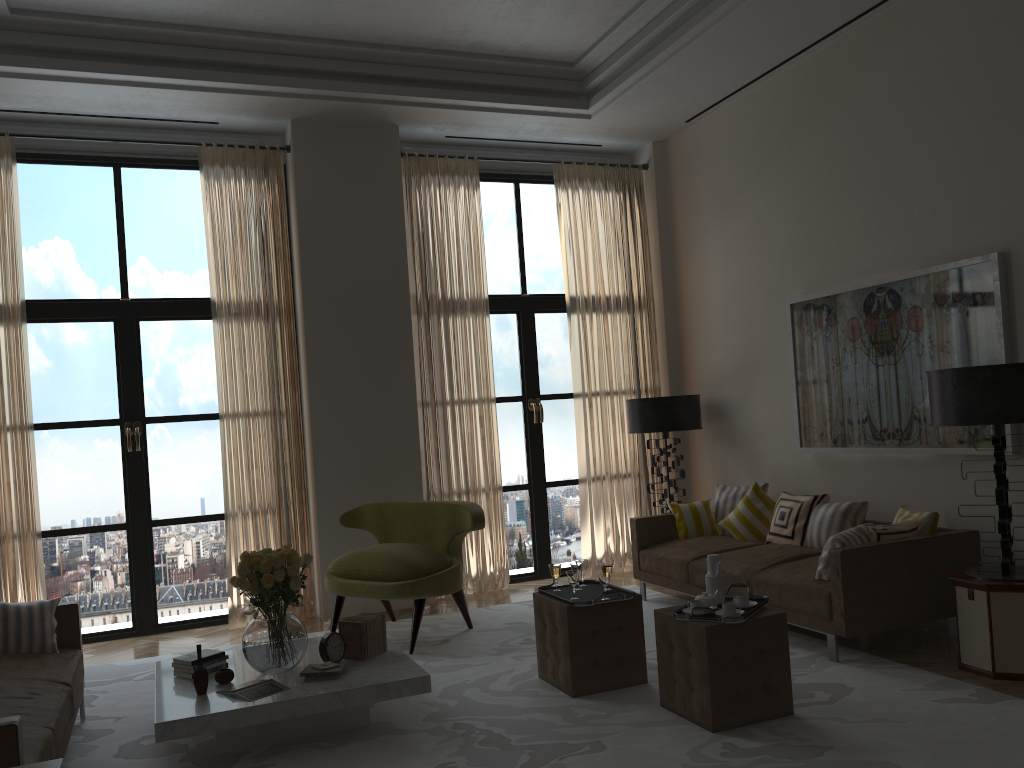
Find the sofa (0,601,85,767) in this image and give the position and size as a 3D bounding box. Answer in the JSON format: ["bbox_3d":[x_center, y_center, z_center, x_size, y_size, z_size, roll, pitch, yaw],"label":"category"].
[{"bbox_3d":[-3.084,1.874,4.638,1.350,0.819,2.983,-3,-2,-22],"label":"sofa"}]

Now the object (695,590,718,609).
[{"bbox_3d":[1.207,1.344,5.526,0.176,0.105,0.136,-3,-2,-26],"label":"object"}]

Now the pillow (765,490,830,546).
[{"bbox_3d":[2.584,1.260,8.047,0.403,0.547,0.618,-3,-2,-19],"label":"pillow"}]

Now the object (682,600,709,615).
[{"bbox_3d":[1.118,1.349,5.361,0.176,0.067,0.176,-6,-3,44],"label":"object"}]

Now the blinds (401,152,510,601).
[{"bbox_3d":[-0.639,-0.069,9.780,0.959,4.872,0.419,-4,-1,-20],"label":"blinds"}]

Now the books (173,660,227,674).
[{"bbox_3d":[-2.066,1.863,5.874,0.207,0.024,0.262,-5,-3,31],"label":"books"}]

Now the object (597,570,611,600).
[{"bbox_3d":[0.629,1.366,6.006,0.098,0.191,0.098,-3,-1,-22],"label":"object"}]

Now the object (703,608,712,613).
[{"bbox_3d":[1.174,1.362,5.324,0.052,0.027,0.080,-5,-2,25],"label":"object"}]

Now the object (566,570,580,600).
[{"bbox_3d":[0.424,1.383,6.092,0.098,0.191,0.098,-4,-1,4],"label":"object"}]

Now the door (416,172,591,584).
[{"bbox_3d":[0.233,-0.091,10.370,3.084,4.765,0.240,-3,-1,-22],"label":"door"}]

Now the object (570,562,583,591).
[{"bbox_3d":[0.474,1.393,6.407,0.098,0.191,0.098,-3,-1,-22],"label":"object"}]

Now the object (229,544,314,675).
[{"bbox_3d":[-1.537,1.479,5.811,0.539,0.821,0.628,-3,-1,-26],"label":"object"}]

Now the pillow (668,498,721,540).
[{"bbox_3d":[1.857,1.386,8.954,0.482,0.433,0.318,-4,-1,-12],"label":"pillow"}]

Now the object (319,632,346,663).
[{"bbox_3d":[-1.189,1.753,5.882,0.082,0.209,0.204,-4,-2,29],"label":"object"}]

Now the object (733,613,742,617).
[{"bbox_3d":[1.321,1.360,5.200,0.053,0.025,0.049,-3,-2,-20],"label":"object"}]

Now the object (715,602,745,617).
[{"bbox_3d":[1.298,1.346,5.298,0.176,0.067,0.176,-3,-2,-20],"label":"object"}]

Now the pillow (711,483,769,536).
[{"bbox_3d":[2.275,1.296,8.963,0.355,0.576,0.624,-3,-2,-43],"label":"pillow"}]

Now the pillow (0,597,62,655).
[{"bbox_3d":[-3.226,1.622,5.855,0.497,0.428,0.327,-3,-2,-34],"label":"pillow"}]

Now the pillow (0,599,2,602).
[{"bbox_3d":[-3.578,1.645,5.752,0.464,0.412,0.304,-3,-1,-24],"label":"pillow"}]

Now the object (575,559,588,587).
[{"bbox_3d":[0.519,1.396,6.542,0.098,0.191,0.098,-4,-1,25],"label":"object"}]

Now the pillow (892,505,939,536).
[{"bbox_3d":[3.097,1.207,6.906,0.296,0.475,0.516,-4,-2,-1],"label":"pillow"}]

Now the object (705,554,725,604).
[{"bbox_3d":[1.292,1.244,5.659,0.113,0.305,0.125,-4,-1,15],"label":"object"}]

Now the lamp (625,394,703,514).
[{"bbox_3d":[1.752,1.154,9.895,0.829,2.017,0.830,-4,-1,-18],"label":"lamp"}]

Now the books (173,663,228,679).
[{"bbox_3d":[-2.065,1.893,5.885,0.207,0.035,0.280,-6,-3,35],"label":"books"}]

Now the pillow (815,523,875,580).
[{"bbox_3d":[2.470,1.266,6.596,0.497,0.428,0.327,-3,-2,-34],"label":"pillow"}]

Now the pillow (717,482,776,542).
[{"bbox_3d":[2.348,1.258,8.566,0.767,0.617,0.355,-5,-1,22],"label":"pillow"}]

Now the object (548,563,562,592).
[{"bbox_3d":[0.318,1.404,6.423,0.098,0.191,0.098,-3,-1,-39],"label":"object"}]

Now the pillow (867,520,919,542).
[{"bbox_3d":[2.823,1.249,6.699,0.464,0.412,0.304,-3,-1,-24],"label":"pillow"}]

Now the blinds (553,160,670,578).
[{"bbox_3d":[1.193,-0.163,10.514,1.241,4.872,0.419,-4,-1,-20],"label":"blinds"}]

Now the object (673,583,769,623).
[{"bbox_3d":[1.295,1.347,5.471,0.441,0.101,0.720,-5,-3,32],"label":"object"}]

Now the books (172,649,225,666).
[{"bbox_3d":[-2.075,1.811,5.877,0.207,0.030,0.260,-6,-3,35],"label":"books"}]

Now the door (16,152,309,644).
[{"bbox_3d":[-3.746,0.113,8.773,3.256,4.765,0.240,-3,-1,-22],"label":"door"}]

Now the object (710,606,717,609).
[{"bbox_3d":[1.278,1.360,5.396,0.186,0.026,0.041,-3,-2,-14],"label":"object"}]

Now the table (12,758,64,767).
[{"bbox_3d":[-1.351,1.481,0.379,1.799,1.026,3.805,-3,-2,-22],"label":"table"}]

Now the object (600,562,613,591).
[{"bbox_3d":[0.681,1.376,6.329,0.098,0.191,0.098,-4,-1,4],"label":"object"}]

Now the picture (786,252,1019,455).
[{"bbox_3d":[3.166,-0.151,7.486,0.080,1.480,2.269,-4,-2,-23],"label":"picture"}]

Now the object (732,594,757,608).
[{"bbox_3d":[1.435,1.347,5.516,0.176,0.067,0.176,-3,-2,-23],"label":"object"}]

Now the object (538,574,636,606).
[{"bbox_3d":[0.516,1.443,6.266,0.490,0.092,0.803,-3,-3,-22],"label":"object"}]

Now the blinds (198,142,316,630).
[{"bbox_3d":[-2.582,0.031,8.998,0.873,4.872,0.418,-4,-1,-19],"label":"blinds"}]

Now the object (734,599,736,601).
[{"bbox_3d":[1.395,1.374,5.568,0.041,0.015,0.187,-5,-2,20],"label":"object"}]

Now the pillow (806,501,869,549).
[{"bbox_3d":[2.785,1.297,7.715,0.370,0.565,0.660,-3,-2,-27],"label":"pillow"}]

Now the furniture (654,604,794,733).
[{"bbox_3d":[1.291,1.705,5.458,0.613,0.616,0.614,-3,-2,-22],"label":"furniture"}]

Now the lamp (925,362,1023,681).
[{"bbox_3d":[3.313,0.885,5.966,0.829,2.017,0.830,-4,-1,-21],"label":"lamp"}]

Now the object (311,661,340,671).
[{"bbox_3d":[-1.185,1.791,5.635,0.139,0.019,0.137,-2,-3,-38],"label":"object"}]

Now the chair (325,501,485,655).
[{"bbox_3d":[-1.058,1.705,7.979,1.792,1.213,1.029,-5,-2,36],"label":"chair"}]

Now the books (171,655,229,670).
[{"bbox_3d":[-2.071,1.839,5.887,0.230,0.024,0.280,-5,-3,33],"label":"books"}]

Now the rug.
[{"bbox_3d":[-0.172,2.100,5.955,5.514,0.065,5.738,-3,-3,-22],"label":"rug"}]

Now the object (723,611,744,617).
[{"bbox_3d":[1.304,1.364,5.231,0.187,0.015,0.041,-2,-3,-35],"label":"object"}]

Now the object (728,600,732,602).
[{"bbox_3d":[1.363,1.375,5.584,0.049,0.025,0.053,-5,-2,35],"label":"object"}]

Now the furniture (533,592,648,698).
[{"bbox_3d":[0.543,1.789,6.267,0.613,0.616,0.614,-3,-2,-22],"label":"furniture"}]

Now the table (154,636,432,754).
[{"bbox_3d":[-1.501,2.050,5.866,1.583,0.343,1.502,-3,-2,-22],"label":"table"}]

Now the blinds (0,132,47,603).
[{"bbox_3d":[-4.799,0.150,8.109,0.780,4.884,0.420,-4,-1,-20],"label":"blinds"}]

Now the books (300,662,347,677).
[{"bbox_3d":[-1.193,1.812,5.624,0.255,0.026,0.202,-4,-2,3],"label":"books"}]

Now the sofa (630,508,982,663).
[{"bbox_3d":[2.371,1.635,7.806,1.350,0.819,2.983,-3,-2,-22],"label":"sofa"}]

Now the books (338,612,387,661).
[{"bbox_3d":[-1.020,1.723,6.064,0.211,0.264,0.281,-5,-2,28],"label":"books"}]

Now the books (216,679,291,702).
[{"bbox_3d":[-1.576,1.846,5.388,0.384,0.038,0.281,-6,-3,41],"label":"books"}]

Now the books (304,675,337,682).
[{"bbox_3d":[-1.202,1.836,5.620,0.197,0.024,0.256,-4,-2,-4],"label":"books"}]
